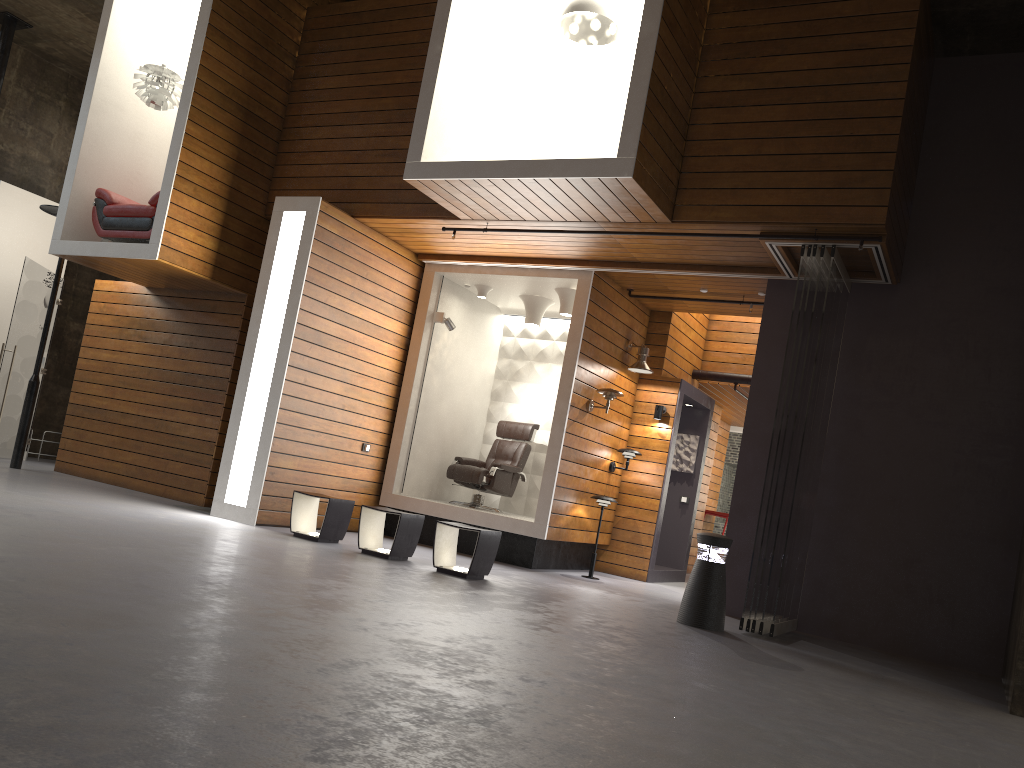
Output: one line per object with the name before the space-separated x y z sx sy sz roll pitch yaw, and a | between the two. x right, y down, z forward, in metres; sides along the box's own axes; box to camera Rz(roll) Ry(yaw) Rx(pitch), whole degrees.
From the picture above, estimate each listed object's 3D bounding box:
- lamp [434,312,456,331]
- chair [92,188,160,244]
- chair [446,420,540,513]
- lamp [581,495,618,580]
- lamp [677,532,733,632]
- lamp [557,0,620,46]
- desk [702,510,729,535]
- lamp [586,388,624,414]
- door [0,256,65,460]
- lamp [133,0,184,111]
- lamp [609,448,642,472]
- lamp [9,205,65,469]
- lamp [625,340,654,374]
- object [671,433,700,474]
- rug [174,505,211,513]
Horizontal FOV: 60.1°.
lamp | -0.730 -0.684 9.685 0.249 0.188 0.130 11 -5 -2
chair | -3.528 -1.712 9.064 1.197 0.934 0.959 7 -6 29
chair | -0.240 0.899 10.125 0.753 1.068 0.830 6 -7 44
lamp | 0.877 1.559 9.070 0.287 0.859 0.289 9 -4 15
lamp | 1.459 1.457 6.601 0.347 0.694 0.350 7 -5 35
lamp | 0.732 -3.463 7.472 0.528 0.983 0.533 6 -6 41
desk | 3.443 2.583 14.142 0.842 0.981 1.728 8 -7 29
lamp | 0.953 0.171 9.004 0.350 0.270 0.290 7 -6 29
door | -5.737 -0.243 10.442 0.147 2.296 1.289 11 -5 -8
lamp | -3.399 -3.632 8.892 0.512 1.768 0.488 11 -4 -7
lamp | 1.258 0.848 9.752 0.326 0.296 0.290 7 -6 29
lamp | -5.090 -0.459 9.619 0.632 2.937 0.630 12 -4 -20
lamp | 1.407 -0.303 9.703 0.345 0.330 0.296 7 -6 31
object | 2.134 0.865 11.151 0.379 0.476 0.049 8 -5 29
rug | -2.700 1.342 9.132 0.539 0.014 1.589 7 -8 29
